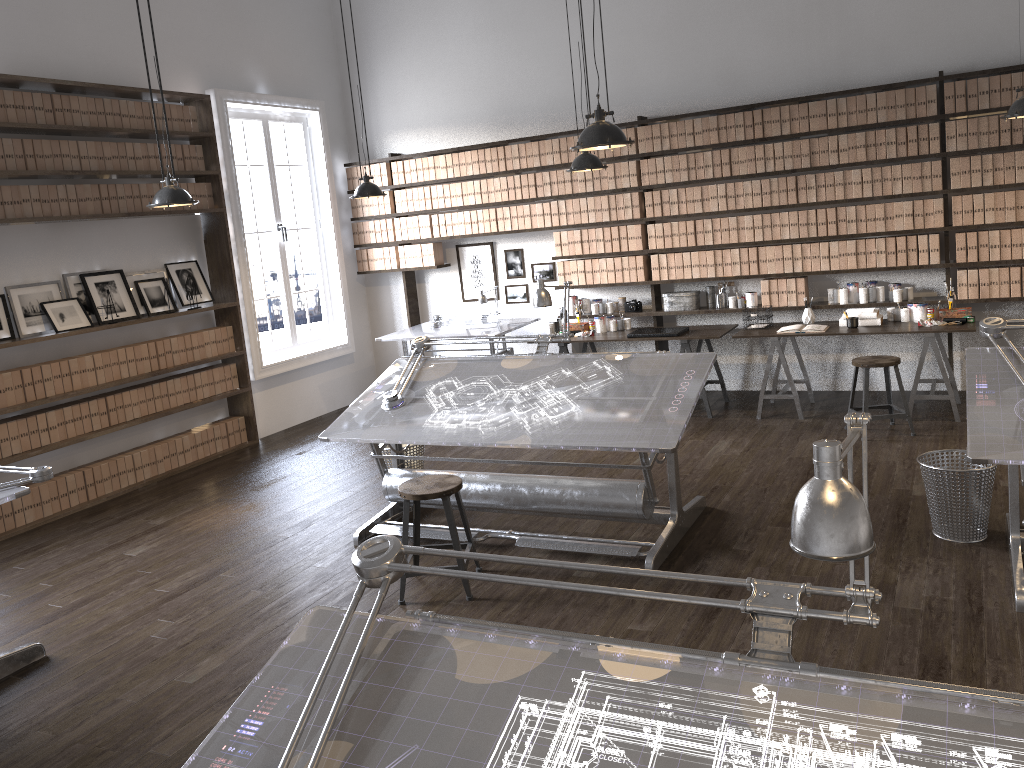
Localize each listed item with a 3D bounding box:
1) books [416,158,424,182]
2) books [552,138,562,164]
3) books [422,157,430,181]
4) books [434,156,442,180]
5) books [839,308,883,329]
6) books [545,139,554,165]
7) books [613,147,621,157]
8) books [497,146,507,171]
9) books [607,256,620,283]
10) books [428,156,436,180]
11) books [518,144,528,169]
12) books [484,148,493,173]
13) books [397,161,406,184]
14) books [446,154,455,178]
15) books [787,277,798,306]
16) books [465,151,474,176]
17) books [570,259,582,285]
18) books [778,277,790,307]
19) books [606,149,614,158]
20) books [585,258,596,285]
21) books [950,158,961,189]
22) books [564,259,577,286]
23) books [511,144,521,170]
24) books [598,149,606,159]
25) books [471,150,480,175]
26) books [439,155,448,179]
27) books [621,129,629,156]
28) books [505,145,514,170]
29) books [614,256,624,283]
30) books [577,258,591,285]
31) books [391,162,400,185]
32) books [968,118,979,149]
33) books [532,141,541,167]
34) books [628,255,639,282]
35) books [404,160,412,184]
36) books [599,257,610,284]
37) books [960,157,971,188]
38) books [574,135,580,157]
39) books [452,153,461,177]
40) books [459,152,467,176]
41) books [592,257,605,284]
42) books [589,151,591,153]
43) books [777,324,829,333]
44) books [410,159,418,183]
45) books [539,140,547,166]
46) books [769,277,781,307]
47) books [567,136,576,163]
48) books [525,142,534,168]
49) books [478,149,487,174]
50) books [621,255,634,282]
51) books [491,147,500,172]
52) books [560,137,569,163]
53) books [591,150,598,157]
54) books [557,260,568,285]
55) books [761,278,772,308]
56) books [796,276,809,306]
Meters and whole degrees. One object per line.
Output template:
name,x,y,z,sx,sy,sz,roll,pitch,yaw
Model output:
books,-0.852,-2.087,8.644,0.066,0.224,0.176,-2,10,27
books,0.437,-2.091,7.970,0.067,0.224,0.176,-2,10,27
books,-0.789,-2.087,8.611,0.066,0.224,0.176,-2,10,27
books,-0.671,-2.087,8.548,0.066,0.224,0.176,-2,10,27
books,2.656,-0.519,6.752,0.294,0.146,0.388,-1,11,27
books,0.374,-2.091,8.005,0.066,0.224,0.176,-2,10,28
books,0.939,-2.093,7.717,0.066,0.224,0.176,-2,10,27
books,-0.058,-2.089,8.226,0.067,0.224,0.176,-2,10,28
books,0.916,-1.021,7.923,0.066,0.224,0.176,-2,10,27
books,-0.732,-2.086,8.575,0.067,0.224,0.176,-2,10,28
books,0.137,-2.090,8.131,0.066,0.224,0.176,-2,10,28
books,-0.180,-2.089,8.293,0.066,0.224,0.176,-2,10,28
books,-1.047,-2.085,8.739,0.067,0.224,0.176,-2,10,27
books,-0.552,-2.087,8.483,0.067,0.224,0.176,-2,10,28
books,2.307,-0.758,7.254,0.066,0.224,0.176,-2,10,27
books,-0.365,-2.088,8.388,0.066,0.224,0.176,-2,10,28
books,0.603,-1.021,8.089,0.066,0.224,0.176,-2,10,28
books,2.246,-0.759,7.291,0.066,0.224,0.176,-2,10,28
books,0.876,-2.093,7.747,0.066,0.224,0.176,-2,10,27
books,0.730,-1.022,8.025,0.066,0.224,0.176,-2,10,28
books,3.302,-1.566,6.589,0.066,0.224,0.176,-2,10,27
books,0.548,-1.021,8.119,0.066,0.224,0.176,-2,10,28
books,0.072,-2.089,8.160,0.066,0.224,0.176,-2,10,27
books,0.809,-2.092,7.780,0.066,0.224,0.176,-2,10,27
books,-0.302,-2.088,8.352,0.066,0.224,0.176,-2,10,28
books,-0.616,-2.087,8.518,0.066,0.224,0.176,-2,10,27
books,0.999,-2.093,7.681,0.066,0.224,0.176,-2,10,28
books,0.011,-2.090,8.197,0.066,0.224,0.176,-2,10,27
books,0.980,-1.022,7.889,0.067,0.224,0.176,-2,10,28
books,0.666,-1.021,8.054,0.067,0.224,0.176,-2,10,27
books,-1.110,-2.086,8.778,0.066,0.224,0.176,-2,10,28
books,3.382,-1.829,6.493,0.067,0.224,0.176,-2,10,27
books,0.257,-2.090,8.062,0.067,0.224,0.176,-2,10,27
books,1.098,-1.023,7.836,0.066,0.224,0.176,-2,10,28
books,-0.978,-2.087,8.710,0.066,0.224,0.176,-2,10,28
books,0.853,-1.022,7.959,0.066,0.224,0.176,-2,10,27
books,3.356,-1.566,6.556,0.067,0.224,0.176,-2,10,28
books,0.624,-2.092,7.875,0.066,0.224,0.176,-2,10,27
books,-0.488,-2.088,8.454,0.066,0.224,0.176,-2,10,27
books,-0.425,-2.089,8.424,0.066,0.224,0.176,-2,10,27
books,0.793,-1.022,7.994,0.066,0.224,0.176,-2,10,28
books,0.687,-2.091,7.839,0.066,0.224,0.176,-2,10,27
books,2.229,-0.426,6.787,0.354,0.029,0.258,0,12,28
books,-0.917,-2.086,8.673,0.066,0.224,0.176,-2,10,28
books,0.319,-2.091,8.036,0.066,0.224,0.176,-2,10,28
books,2.183,-0.759,7.323,0.066,0.224,0.176,-2,10,28
books,0.564,-2.092,7.911,0.066,0.224,0.176,-2,10,28
books,0.200,-2.091,8.098,0.066,0.224,0.176,-2,10,28
books,-0.238,-2.088,8.319,0.067,0.224,0.176,-2,10,27
books,1.038,-1.023,7.864,0.066,0.224,0.176,-2,10,27
books,-0.121,-2.090,8.265,0.066,0.224,0.176,-2,10,27
books,0.501,-2.092,7.941,0.066,0.224,0.176,-2,10,28
books,0.751,-2.091,7.806,0.067,0.224,0.176,-2,10,28
books,0.486,-1.020,8.146,0.067,0.224,0.176,-2,10,27
books,2.121,-0.757,7.349,0.067,0.224,0.176,-2,10,27
books,2.372,-0.760,7.226,0.066,0.224,0.176,-2,10,27
